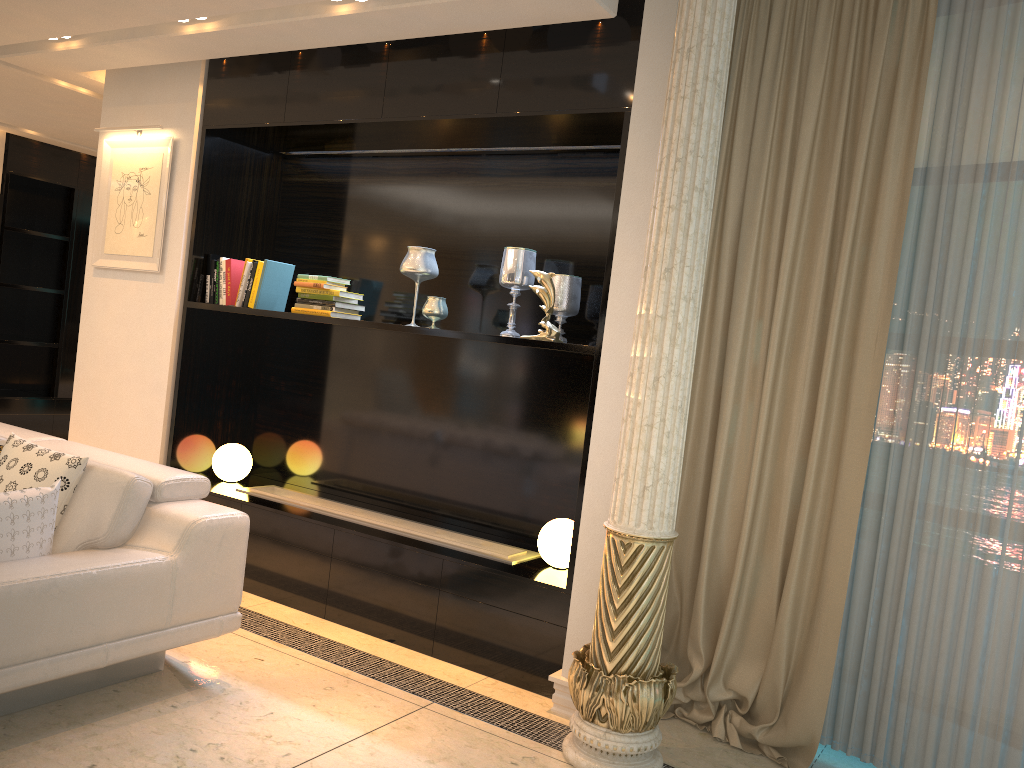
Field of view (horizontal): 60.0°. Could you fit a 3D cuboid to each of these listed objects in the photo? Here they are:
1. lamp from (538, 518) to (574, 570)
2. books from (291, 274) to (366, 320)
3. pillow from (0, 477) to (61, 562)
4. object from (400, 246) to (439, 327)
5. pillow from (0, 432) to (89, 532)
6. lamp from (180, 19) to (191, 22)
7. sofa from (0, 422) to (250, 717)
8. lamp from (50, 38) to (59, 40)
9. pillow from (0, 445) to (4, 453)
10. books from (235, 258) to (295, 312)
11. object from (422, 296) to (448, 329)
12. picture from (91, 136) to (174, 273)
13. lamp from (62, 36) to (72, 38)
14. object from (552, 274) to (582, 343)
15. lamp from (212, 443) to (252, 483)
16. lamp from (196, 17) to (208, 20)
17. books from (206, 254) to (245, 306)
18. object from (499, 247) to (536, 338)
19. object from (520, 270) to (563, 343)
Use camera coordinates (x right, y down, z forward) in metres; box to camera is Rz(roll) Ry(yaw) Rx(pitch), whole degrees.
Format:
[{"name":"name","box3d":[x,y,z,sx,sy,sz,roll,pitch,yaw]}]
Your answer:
[{"name":"lamp","box3d":[0.217,0.686,3.825,0.213,0.214,0.212,7,2,-8]},{"name":"books","box3d":[-0.924,-0.435,4.475,0.296,0.197,0.260,8,3,34]},{"name":"pillow","box3d":[-1.733,0.466,2.904,0.281,0.325,0.521,9,3,41]},{"name":"object","box3d":[-0.455,-0.461,4.257,0.181,0.381,0.181,8,2,25]},{"name":"pillow","box3d":[-1.842,0.412,3.271,0.526,0.399,0.255,8,2,31]},{"name":"lamp","box3d":[-1.507,-1.720,4.043,0.107,0.127,0.107,9,3,42]},{"name":"sofa","box3d":[-2.251,0.579,3.408,2.328,0.754,1.145,8,2,31]},{"name":"lamp","box3d":[-2.379,-1.845,4.576,0.107,0.127,0.107,9,3,42]},{"name":"pillow","box3d":[-2.254,0.369,3.471,0.524,0.355,0.323,8,2,32]},{"name":"books","box3d":[-1.309,-0.519,4.684,0.210,0.261,0.212,8,2,31]},{"name":"object","box3d":[-0.364,-0.332,4.184,0.119,0.154,0.119,9,3,41]},{"name":"picture","box3d":[-2.102,-0.996,4.911,0.610,0.729,0.027,8,2,31]},{"name":"lamp","box3d":[-2.282,-1.831,4.517,0.107,0.127,0.107,9,3,42]},{"name":"object","box3d":[0.222,-0.322,3.952,0.147,0.317,0.147,8,2,33]},{"name":"lamp","box3d":[-1.547,0.434,4.904,0.212,0.214,0.213,6,2,-19]},{"name":"lamp","box3d":[-1.403,-1.705,3.980,0.107,0.127,0.107,7,2,12]},{"name":"books","box3d":[-1.507,-0.551,4.800,0.240,0.270,0.208,8,2,31]},{"name":"object","box3d":[0.014,-0.408,4.089,0.156,0.426,0.156,8,3,36]},{"name":"object","box3d":[0.131,-0.327,3.719,0.182,0.293,0.116,8,2,28]}]
